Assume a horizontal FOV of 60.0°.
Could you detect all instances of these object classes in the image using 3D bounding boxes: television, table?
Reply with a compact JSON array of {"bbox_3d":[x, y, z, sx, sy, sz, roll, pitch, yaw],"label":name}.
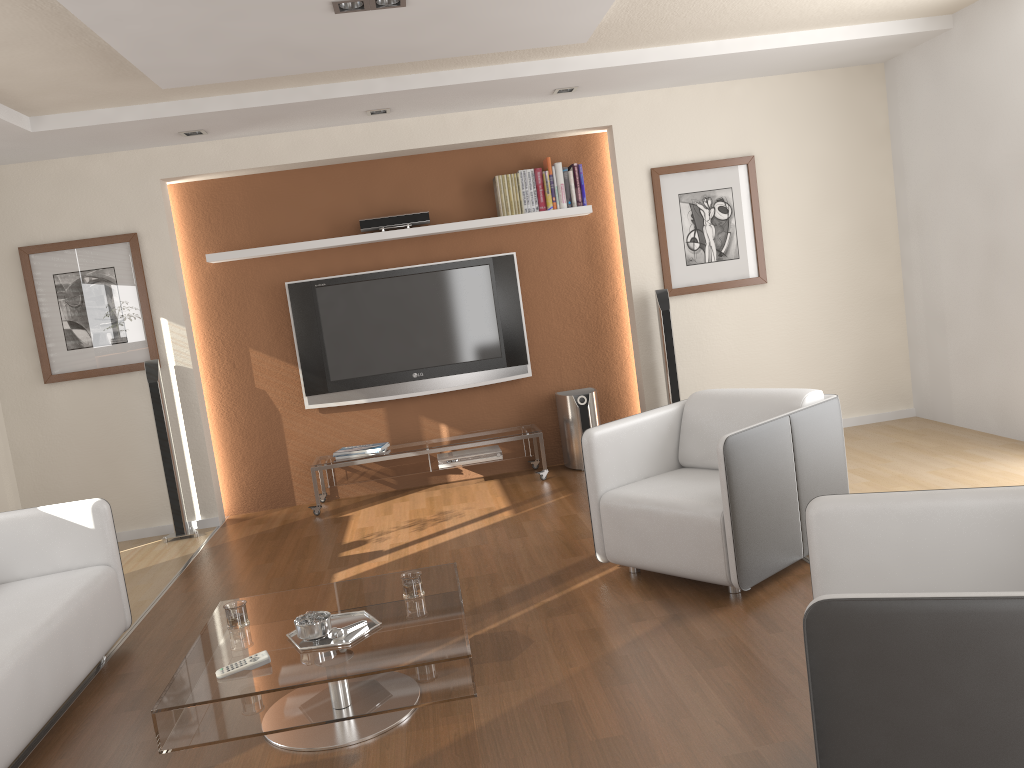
[{"bbox_3d":[-0.704,-0.366,6.197,1.594,0.900,0.097,-8,6,-6],"label":"television"},{"bbox_3d":[-0.589,0.946,2.966,0.900,0.300,0.900,-8,6,-6],"label":"table"}]

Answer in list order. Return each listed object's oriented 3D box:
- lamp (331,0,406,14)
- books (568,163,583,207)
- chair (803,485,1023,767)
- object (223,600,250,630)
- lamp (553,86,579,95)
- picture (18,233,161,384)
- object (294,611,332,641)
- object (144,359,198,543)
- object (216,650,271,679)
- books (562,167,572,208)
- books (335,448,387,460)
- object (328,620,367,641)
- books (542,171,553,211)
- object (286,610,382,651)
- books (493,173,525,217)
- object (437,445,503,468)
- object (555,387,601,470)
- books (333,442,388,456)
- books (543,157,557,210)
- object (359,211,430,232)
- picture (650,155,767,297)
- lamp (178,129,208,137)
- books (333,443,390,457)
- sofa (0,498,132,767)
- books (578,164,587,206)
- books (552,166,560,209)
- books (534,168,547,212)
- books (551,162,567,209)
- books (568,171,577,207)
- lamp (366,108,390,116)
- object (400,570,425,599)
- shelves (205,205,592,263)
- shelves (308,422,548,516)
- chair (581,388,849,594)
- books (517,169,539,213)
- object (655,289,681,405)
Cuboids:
[{"bbox_3d":[-0.572,-1.554,3.529,0.291,0.087,0.146,-8,6,-6],"label":"lamp"},{"bbox_3d":[0.441,-1.376,6.184,0.041,0.293,0.169,-8,6,-6],"label":"books"},{"bbox_3d":[1.140,0.596,1.937,0.919,0.661,0.767,-6,7,19],"label":"chair"},{"bbox_3d":[-0.948,0.794,3.053,0.079,0.077,0.079,-10,7,-17],"label":"object"},{"bbox_3d":[0.336,-1.914,5.656,0.146,0.087,0.146,-8,6,-6],"label":"lamp"},{"bbox_3d":[-2.727,-0.489,5.740,0.734,0.884,0.025,-8,6,-6],"label":"picture"},{"bbox_3d":[-0.636,0.772,2.841,0.118,0.079,0.117,-8,6,1],"label":"object"},{"bbox_3d":[-2.228,0.423,5.733,0.228,1.165,0.215,-9,6,-11],"label":"object"},{"bbox_3d":[-0.808,0.843,2.662,0.158,0.029,0.064,-11,7,-24],"label":"object"},{"bbox_3d":[0.373,-1.359,6.184,0.041,0.278,0.157,-8,6,-6],"label":"books"},{"bbox_3d":[-1.022,0.463,6.036,0.326,0.017,0.228,-8,6,-2],"label":"books"},{"bbox_3d":[-0.521,0.779,2.837,0.051,0.035,0.147,-3,8,36],"label":"object"},{"bbox_3d":[0.237,-1.331,6.157,0.041,0.266,0.186,-8,6,-6],"label":"books"},{"bbox_3d":[-0.577,0.797,2.874,0.315,0.011,0.273,-8,6,1],"label":"object"},{"bbox_3d":[-0.024,-1.298,6.140,0.167,0.275,0.195,-8,6,-6],"label":"books"},{"bbox_3d":[-0.294,0.499,6.107,0.435,0.052,0.274,-8,6,-6],"label":"object"},{"bbox_3d":[0.493,0.313,6.248,0.286,0.518,0.323,-8,6,-6],"label":"object"},{"bbox_3d":[-1.025,0.438,6.034,0.326,0.017,0.228,-7,6,6],"label":"books"},{"bbox_3d":[0.264,-1.382,6.163,0.028,0.358,0.169,-8,6,-6],"label":"books"},{"bbox_3d":[-0.799,-1.100,6.064,0.470,0.109,0.182,-8,6,-6],"label":"object"},{"bbox_3d":[1.368,-1.090,6.143,0.734,0.884,0.025,-8,6,-6],"label":"picture"},{"bbox_3d":[-1.958,-1.577,5.431,0.146,0.087,0.146,-8,6,-6],"label":"lamp"},{"bbox_3d":[-1.024,0.450,6.035,0.326,0.017,0.228,-6,6,11],"label":"books"},{"bbox_3d":[-2.045,0.939,2.753,0.919,0.661,2.238,-8,6,-6],"label":"sofa"},{"bbox_3d":[0.477,-1.377,6.188,0.029,0.286,0.169,-8,6,-6],"label":"books"},{"bbox_3d":[0.293,-1.354,6.171,0.022,0.293,0.167,-8,6,-6],"label":"books"},{"bbox_3d":[0.188,-1.339,6.159,0.053,0.293,0.169,-8,6,-6],"label":"books"},{"bbox_3d":[0.328,-1.368,6.167,0.050,0.313,0.179,-8,6,-6],"label":"books"},{"bbox_3d":[0.410,-1.349,6.183,0.028,0.248,0.169,-8,6,-6],"label":"books"},{"bbox_3d":[-0.840,-1.741,5.541,0.146,0.087,0.146,-8,6,-6],"label":"lamp"},{"bbox_3d":[-0.350,0.706,3.119,0.079,0.077,0.079,-10,7,-17],"label":"object"},{"bbox_3d":[-0.745,-1.029,6.081,2.612,0.050,0.200,-8,6,-6],"label":"shelves"},{"bbox_3d":[-0.586,0.577,6.107,1.617,0.340,0.444,-8,6,-6],"label":"shelves"},{"bbox_3d":[0.922,0.427,3.933,0.919,0.706,0.767,-13,8,-40],"label":"chair"},{"bbox_3d":[0.108,-1.328,6.155,0.104,0.295,0.146,-8,6,-6],"label":"books"},{"bbox_3d":[1.086,-0.064,6.059,0.228,1.165,0.215,-8,6,-1],"label":"object"}]
